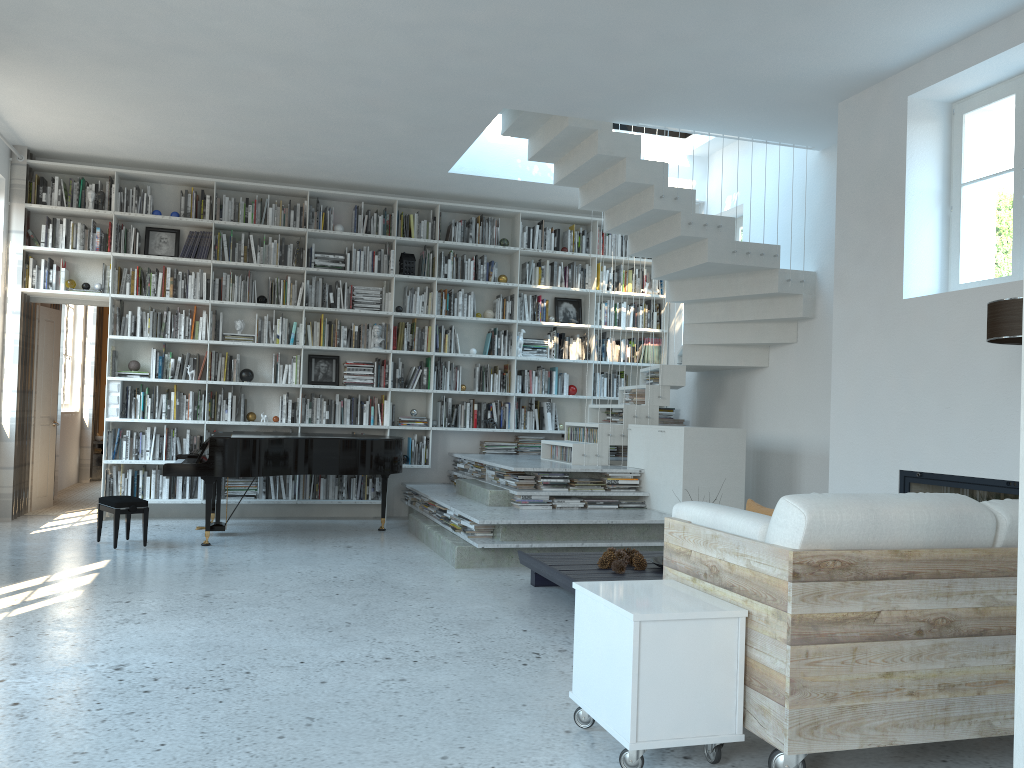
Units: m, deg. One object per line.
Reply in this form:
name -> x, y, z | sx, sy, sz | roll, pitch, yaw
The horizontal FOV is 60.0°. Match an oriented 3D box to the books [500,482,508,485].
books -> -0.009, 0.828, 7.363 | 0.142, 0.020, 0.231 | 2, -2, -12

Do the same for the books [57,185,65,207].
books -> -4.025, -1.650, 7.922 | 0.030, 0.206, 0.175 | 2, -2, -17

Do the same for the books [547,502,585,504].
books -> 0.419, 0.932, 6.974 | 0.272, 0.012, 0.158 | 3, -2, -19

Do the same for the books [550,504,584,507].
books -> 0.421, 0.948, 6.963 | 0.232, 0.019, 0.169 | 3, -2, -22

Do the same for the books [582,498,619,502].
books -> 0.686, 0.921, 7.050 | 0.275, 0.009, 0.176 | 2, -2, -17

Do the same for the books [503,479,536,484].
books -> 0.062, 0.780, 7.096 | 0.184, 0.014, 0.297 | 3, -2, -18

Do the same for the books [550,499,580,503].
books -> 0.416, 0.917, 6.985 | 0.211, 0.018, 0.134 | 2, -2, -14

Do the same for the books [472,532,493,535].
books -> -0.225, 1.067, 6.376 | 0.132, 0.014, 0.205 | 2, -2, -17

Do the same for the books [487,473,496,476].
books -> -0.110, 0.784, 7.652 | 0.178, 0.015, 0.187 | 2, -2, -12

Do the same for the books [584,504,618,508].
books -> 0.694, 0.966, 7.045 | 0.250, 0.018, 0.177 | 2, -2, -14

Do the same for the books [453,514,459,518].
books -> -0.330, 0.997, 6.663 | 0.175, 0.006, 0.251 | 2, -2, -17

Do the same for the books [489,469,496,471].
books -> -0.094, 0.740, 7.657 | 0.145, 0.017, 0.208 | 3, -2, -22

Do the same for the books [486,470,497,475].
books -> -0.105, 0.762, 7.654 | 0.174, 0.029, 0.250 | 3, -2, -19

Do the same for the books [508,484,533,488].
books -> 0.068, 0.814, 7.097 | 0.161, 0.014, 0.212 | 2, -2, -13

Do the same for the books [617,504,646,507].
books -> 0.943, 0.971, 7.138 | 0.234, 0.017, 0.151 | 2, -2, -16

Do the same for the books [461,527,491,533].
books -> -0.259, 1.050, 6.366 | 0.187, 0.017, 0.205 | 2, -2, -12

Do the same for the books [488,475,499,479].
books -> -0.100, 0.804, 7.655 | 0.167, 0.024, 0.192 | 2, -2, -16

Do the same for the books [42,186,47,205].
books -> -4.142, -1.645, 7.889 | 0.028, 0.186, 0.182 | 2, -2, -17

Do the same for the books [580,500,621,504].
books -> 0.695, 0.934, 7.043 | 0.287, 0.018, 0.190 | 3, -2, -18

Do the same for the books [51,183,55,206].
books -> -4.083, -1.662, 7.925 | 0.024, 0.227, 0.157 | 2, -1, -17

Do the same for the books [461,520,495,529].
books -> -0.246, 1.009, 6.370 | 0.156, 0.027, 0.287 | 3, -2, -22

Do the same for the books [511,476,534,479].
books -> 0.082, 0.747, 7.102 | 0.132, 0.009, 0.269 | 2, -2, -13

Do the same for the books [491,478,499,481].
books -> -0.084, 0.823, 7.659 | 0.136, 0.013, 0.258 | 2, -2, -17

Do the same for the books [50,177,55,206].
books -> -4.096, -1.690, 7.912 | 0.010, 0.281, 0.160 | 2, -1, -17

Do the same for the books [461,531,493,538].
books -> -0.254, 1.081, 6.367 | 0.184, 0.017, 0.230 | 2, -2, -15

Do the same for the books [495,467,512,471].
books -> -0.027, 0.703, 7.359 | 0.189, 0.022, 0.237 | 2, -2, -12

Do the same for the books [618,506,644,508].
books -> 0.943, 0.985, 7.135 | 0.179, 0.010, 0.160 | 2, -2, -17

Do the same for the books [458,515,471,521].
books -> -0.258, 0.963, 6.367 | 0.192, 0.014, 0.256 | 3, -2, -21

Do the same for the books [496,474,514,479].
books -> -0.015, 0.769, 7.362 | 0.177, 0.026, 0.230 | 2, -2, -17

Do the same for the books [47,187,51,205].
books -> -4.121, -1.648, 7.921 | 0.031, 0.195, 0.145 | 2, -2, -17

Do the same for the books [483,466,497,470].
books -> -0.116, 0.723, 7.651 | 0.192, 0.014, 0.256 | 3, -2, -21

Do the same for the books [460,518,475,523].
books -> -0.251, 0.975, 6.369 | 0.176, 0.010, 0.266 | 3, -2, -21

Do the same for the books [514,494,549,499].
books -> 0.150, 0.871, 6.889 | 0.234, 0.025, 0.157 | 3, -2, -22

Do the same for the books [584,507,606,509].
books -> 0.687, 0.980, 7.064 | 0.249, 0.009, 0.144 | 3, -2, -18

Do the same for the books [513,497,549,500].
books -> 0.145, 0.889, 6.902 | 0.257, 0.010, 0.132 | 2, -2, -13

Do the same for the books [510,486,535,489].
books -> 0.083, 0.826, 7.101 | 0.144, 0.009, 0.249 | 2, -2, -17

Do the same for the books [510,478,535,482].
books -> 0.086, 0.768, 7.103 | 0.137, 0.012, 0.242 | 2, -2, -16

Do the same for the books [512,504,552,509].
books -> 0.152, 0.948, 6.872 | 0.262, 0.023, 0.200 | 3, -2, -19

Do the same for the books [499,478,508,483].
books -> -0.006, 0.797, 7.364 | 0.155, 0.028, 0.189 | 2, -2, -16

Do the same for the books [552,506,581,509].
books -> 0.417, 0.965, 6.977 | 0.208, 0.015, 0.152 | 3, -2, -19

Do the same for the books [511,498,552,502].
books -> 0.149, 0.900, 6.890 | 0.292, 0.012, 0.159 | 2, -2, -14

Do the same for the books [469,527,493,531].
books -> -0.228, 1.033, 6.376 | 0.137, 0.019, 0.224 | 2, -2, -16

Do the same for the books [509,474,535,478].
books -> 0.079, 0.735, 7.101 | 0.149, 0.014, 0.228 | 3, -2, -19

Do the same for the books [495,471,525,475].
books -> -0.016, 0.735, 7.362 | 0.168, 0.013, 0.281 | 3, -2, -20

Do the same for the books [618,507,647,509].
books -> 0.944, 0.992, 7.131 | 0.261, 0.006, 0.151 | 3, -2, -21

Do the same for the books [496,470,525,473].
books -> -0.014, 0.726, 7.362 | 0.171, 0.007, 0.260 | 3, -2, -19

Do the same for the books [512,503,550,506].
books -> 0.147, 0.934, 6.891 | 0.264, 0.006, 0.164 | 2, -2, -16

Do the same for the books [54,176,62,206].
books -> -4.054, -1.690, 7.923 | 0.028, 0.283, 0.189 | 2, -1, -17

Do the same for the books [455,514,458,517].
books -> -0.339, 0.981, 6.661 | 0.178, 0.010, 0.196 | 2, -2, -12

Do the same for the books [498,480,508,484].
books -> -0.012, 0.815, 7.362 | 0.154, 0.007, 0.292 | 2, -2, -14

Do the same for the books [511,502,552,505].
books -> 0.147, 0.926, 6.891 | 0.285, 0.008, 0.159 | 3, -2, -19

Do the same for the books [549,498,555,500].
books -> 0.418, 0.906, 6.980 | 0.242, 0.005, 0.152 | 2, -2, -16

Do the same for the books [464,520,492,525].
books -> -0.245, 0.988, 6.371 | 0.165, 0.015, 0.243 | 2, -2, -13

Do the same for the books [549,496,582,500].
books -> 0.418, 0.897, 6.982 | 0.220, 0.013, 0.149 | 3, -2, -18

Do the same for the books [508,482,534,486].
books -> 0.074, 0.800, 7.099 | 0.152, 0.015, 0.208 | 3, -2, -20

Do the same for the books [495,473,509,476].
books -> -0.019, 0.752, 7.361 | 0.187, 0.009, 0.250 | 2, -2, -17

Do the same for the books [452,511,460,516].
books -> -0.339, 0.968, 6.661 | 0.182, 0.016, 0.256 | 2, -2, -14

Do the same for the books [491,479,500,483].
books -> -0.093, 0.837, 7.657 | 0.132, 0.016, 0.262 | 2, -2, -12
